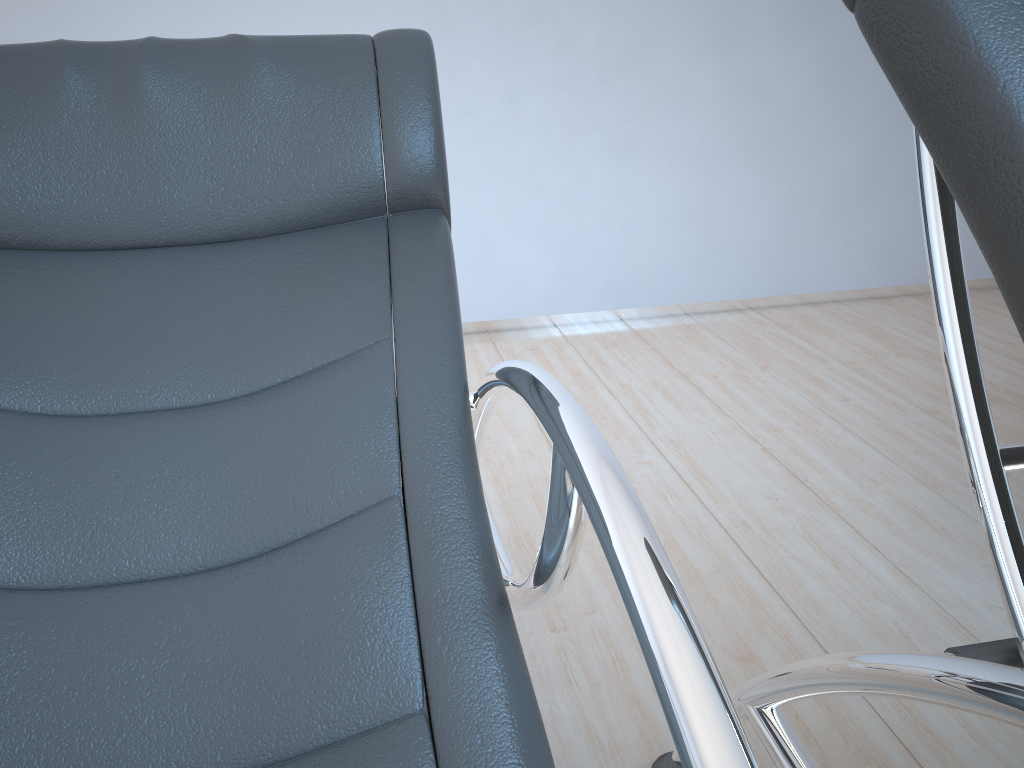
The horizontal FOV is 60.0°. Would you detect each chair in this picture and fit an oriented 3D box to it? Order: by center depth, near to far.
[{"bbox_3d":[0.738,0.211,0.162,0.836,1.251,1.938,-5,20,-9],"label":"chair"},{"bbox_3d":[-0.305,0.273,0.535,0.836,0.953,2.114,-5,20,-9],"label":"chair"}]
